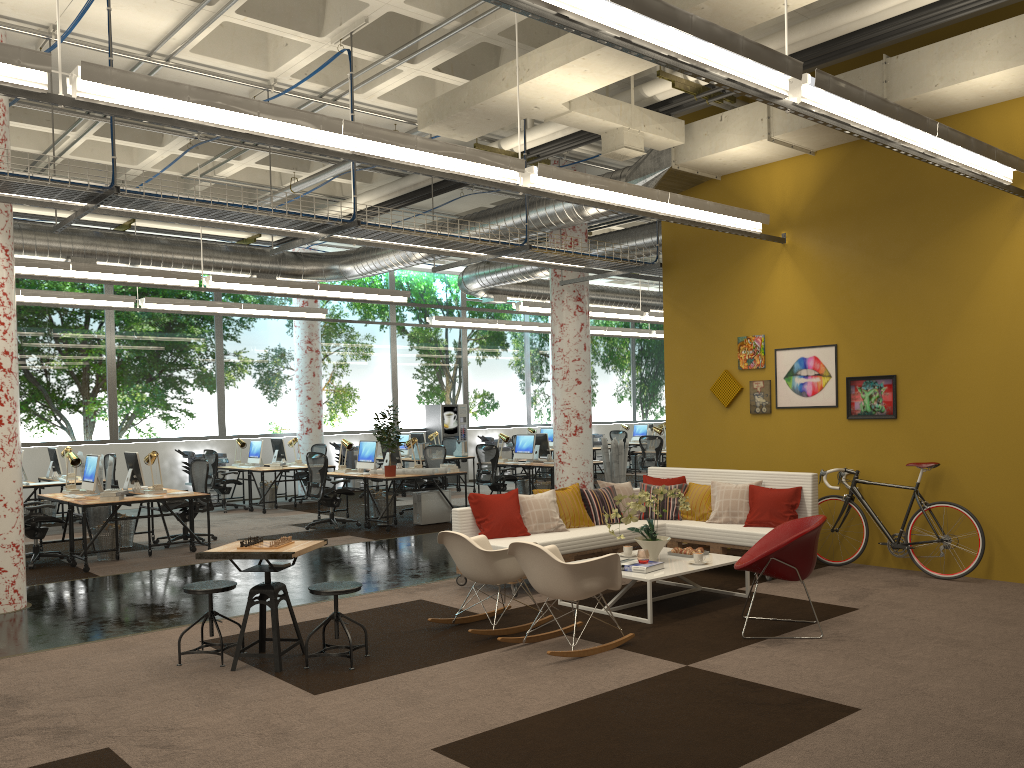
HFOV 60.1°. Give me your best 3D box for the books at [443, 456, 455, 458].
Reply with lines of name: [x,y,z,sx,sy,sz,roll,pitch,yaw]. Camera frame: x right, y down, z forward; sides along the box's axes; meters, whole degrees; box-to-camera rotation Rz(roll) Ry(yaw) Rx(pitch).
books: [-1.267,1.445,17.536,0.200,0.024,0.235,-2,-2,23]

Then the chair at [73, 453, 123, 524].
chair: [-6.668,1.669,14.282,0.771,1.086,0.791,-1,0,33]

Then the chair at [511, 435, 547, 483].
chair: [0.328,1.684,20.066,0.771,1.086,0.791,-1,0,33]

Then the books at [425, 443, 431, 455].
books: [-1.653,1.297,17.158,0.068,0.310,0.234,-2,1,-41]

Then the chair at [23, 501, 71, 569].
chair: [-5.446,1.502,10.073,0.771,1.086,0.791,-1,0,33]

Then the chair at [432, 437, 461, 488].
chair: [-1.437,1.686,18.790,0.771,1.086,0.791,-1,0,33]

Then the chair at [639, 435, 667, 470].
chair: [2.812,1.529,17.185,0.771,1.086,0.791,-1,0,33]

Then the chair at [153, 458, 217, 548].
chair: [-4.193,1.514,11.398,0.771,1.086,0.791,-1,0,33]

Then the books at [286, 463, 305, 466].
books: [-3.912,1.451,15.975,0.225,0.038,0.309,0,-2,-41]

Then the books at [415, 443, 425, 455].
books: [-1.765,1.297,17.061,0.068,0.310,0.234,-2,1,-41]

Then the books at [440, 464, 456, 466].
books: [-0.925,1.169,12.802,0.153,0.030,0.185,0,-2,-43]

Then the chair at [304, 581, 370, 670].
chair: [-1.133,1.548,5.715,0.346,0.498,0.337,-1,0,9]

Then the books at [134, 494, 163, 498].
books: [-4.145,1.277,10.095,0.243,0.019,0.205,-2,-2,27]

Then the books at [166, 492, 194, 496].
books: [-3.856,1.274,10.288,0.200,0.024,0.235,-2,-2,23]

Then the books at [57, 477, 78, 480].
books: [-6.777,1.442,13.506,0.225,0.038,0.309,0,-2,-41]

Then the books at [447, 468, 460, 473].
books: [-0.918,1.247,12.786,0.200,0.050,0.272,0,-2,-43]

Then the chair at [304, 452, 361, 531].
chair: [-2.595,1.491,12.568,0.771,1.086,0.791,-1,0,33]

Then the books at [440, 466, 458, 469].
books: [-0.912,1.201,12.811,0.193,0.044,0.257,-1,-2,-23]

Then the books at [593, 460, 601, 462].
books: [1.356,1.299,14.934,0.243,0.019,0.205,-1,-2,-3]

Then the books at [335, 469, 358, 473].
books: [-2.495,1.308,13.336,0.225,0.038,0.309,0,-2,-41]

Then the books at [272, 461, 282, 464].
books: [-4.026,1.344,15.152,0.153,0.030,0.185,-1,-2,-13]

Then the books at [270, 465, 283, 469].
books: [-4.028,1.422,15.136,0.200,0.050,0.271,-1,-2,-13]

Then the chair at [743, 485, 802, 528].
chair: [2.468,1.164,8.360,0.519,0.395,0.334,-2,0,27]

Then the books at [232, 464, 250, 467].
books: [-4.956,1.484,16.195,0.225,0.038,0.309,0,-2,-41]

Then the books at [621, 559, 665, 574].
books: [0.983,1.431,6.963,0.334,0.048,0.279,-3,-2,40]

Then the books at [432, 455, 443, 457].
books: [-1.546,1.459,18.013,0.225,0.038,0.309,0,-2,-41]

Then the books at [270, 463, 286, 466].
books: [-4.010,1.375,15.154,0.193,0.044,0.257,-2,-2,7]

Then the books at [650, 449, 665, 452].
books: [2.911,1.346,17.954,0.225,0.038,0.309,0,-2,-41]

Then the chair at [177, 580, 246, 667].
chair: [-1.990,1.574,5.855,0.346,0.498,0.337,-1,0,9]

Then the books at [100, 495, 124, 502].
books: [-4.418,1.258,9.783,0.200,0.050,0.271,-1,-2,-13]

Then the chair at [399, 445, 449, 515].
chair: [-1.341,1.503,13.893,0.771,1.086,0.791,-1,0,33]

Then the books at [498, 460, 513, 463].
books: [-0.166,1.341,15.432,0.225,0.038,0.309,0,-2,-41]

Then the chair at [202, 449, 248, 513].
chair: [-5.056,1.667,15.427,0.771,1.086,0.791,-1,0,33]

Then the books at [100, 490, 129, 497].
books: [-4.400,1.211,9.801,0.193,0.044,0.257,-2,-2,7]

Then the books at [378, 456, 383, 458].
books: [-2.591,1.492,18.234,0.225,0.038,0.309,0,-2,-41]

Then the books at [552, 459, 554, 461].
books: [0.878,1.307,15.211,0.225,0.038,0.309,0,-2,-41]

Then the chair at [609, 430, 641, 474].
chair: [2.788,1.692,22.185,0.771,1.086,0.791,-1,0,33]

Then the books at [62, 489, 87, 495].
books: [-5.347,1.320,10.842,0.225,0.038,0.309,0,-2,-41]

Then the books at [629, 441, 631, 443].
books: [2.887,1.509,22.954,0.225,0.038,0.309,0,-2,-41]

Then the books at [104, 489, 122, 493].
books: [-4.416,1.180,9.799,0.153,0.030,0.185,-1,-2,-13]

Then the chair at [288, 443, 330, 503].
chair: [-3.802,1.679,16.752,0.771,1.086,0.791,-1,0,33]

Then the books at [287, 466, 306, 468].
books: [-3.755,1.442,15.448,0.243,0.019,0.205,-2,-2,27]

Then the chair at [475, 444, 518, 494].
chair: [-0.266,1.523,14.663,0.771,1.086,0.791,-1,0,33]

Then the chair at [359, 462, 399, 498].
chair: [-2.690,1.674,17.465,0.771,1.086,0.791,-1,0,33]

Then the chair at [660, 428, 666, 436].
chair: [4.041,1.704,23.510,0.771,1.086,0.791,-1,0,33]

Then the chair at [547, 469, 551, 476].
chair: [0.988,1.535,15.988,0.771,1.086,0.791,-1,0,33]

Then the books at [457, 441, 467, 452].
books: [-0.999,1.299,17.721,0.068,0.310,0.234,-2,1,-41]

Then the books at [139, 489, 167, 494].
books: [-4.302,1.287,10.621,0.225,0.038,0.309,0,-2,-41]
